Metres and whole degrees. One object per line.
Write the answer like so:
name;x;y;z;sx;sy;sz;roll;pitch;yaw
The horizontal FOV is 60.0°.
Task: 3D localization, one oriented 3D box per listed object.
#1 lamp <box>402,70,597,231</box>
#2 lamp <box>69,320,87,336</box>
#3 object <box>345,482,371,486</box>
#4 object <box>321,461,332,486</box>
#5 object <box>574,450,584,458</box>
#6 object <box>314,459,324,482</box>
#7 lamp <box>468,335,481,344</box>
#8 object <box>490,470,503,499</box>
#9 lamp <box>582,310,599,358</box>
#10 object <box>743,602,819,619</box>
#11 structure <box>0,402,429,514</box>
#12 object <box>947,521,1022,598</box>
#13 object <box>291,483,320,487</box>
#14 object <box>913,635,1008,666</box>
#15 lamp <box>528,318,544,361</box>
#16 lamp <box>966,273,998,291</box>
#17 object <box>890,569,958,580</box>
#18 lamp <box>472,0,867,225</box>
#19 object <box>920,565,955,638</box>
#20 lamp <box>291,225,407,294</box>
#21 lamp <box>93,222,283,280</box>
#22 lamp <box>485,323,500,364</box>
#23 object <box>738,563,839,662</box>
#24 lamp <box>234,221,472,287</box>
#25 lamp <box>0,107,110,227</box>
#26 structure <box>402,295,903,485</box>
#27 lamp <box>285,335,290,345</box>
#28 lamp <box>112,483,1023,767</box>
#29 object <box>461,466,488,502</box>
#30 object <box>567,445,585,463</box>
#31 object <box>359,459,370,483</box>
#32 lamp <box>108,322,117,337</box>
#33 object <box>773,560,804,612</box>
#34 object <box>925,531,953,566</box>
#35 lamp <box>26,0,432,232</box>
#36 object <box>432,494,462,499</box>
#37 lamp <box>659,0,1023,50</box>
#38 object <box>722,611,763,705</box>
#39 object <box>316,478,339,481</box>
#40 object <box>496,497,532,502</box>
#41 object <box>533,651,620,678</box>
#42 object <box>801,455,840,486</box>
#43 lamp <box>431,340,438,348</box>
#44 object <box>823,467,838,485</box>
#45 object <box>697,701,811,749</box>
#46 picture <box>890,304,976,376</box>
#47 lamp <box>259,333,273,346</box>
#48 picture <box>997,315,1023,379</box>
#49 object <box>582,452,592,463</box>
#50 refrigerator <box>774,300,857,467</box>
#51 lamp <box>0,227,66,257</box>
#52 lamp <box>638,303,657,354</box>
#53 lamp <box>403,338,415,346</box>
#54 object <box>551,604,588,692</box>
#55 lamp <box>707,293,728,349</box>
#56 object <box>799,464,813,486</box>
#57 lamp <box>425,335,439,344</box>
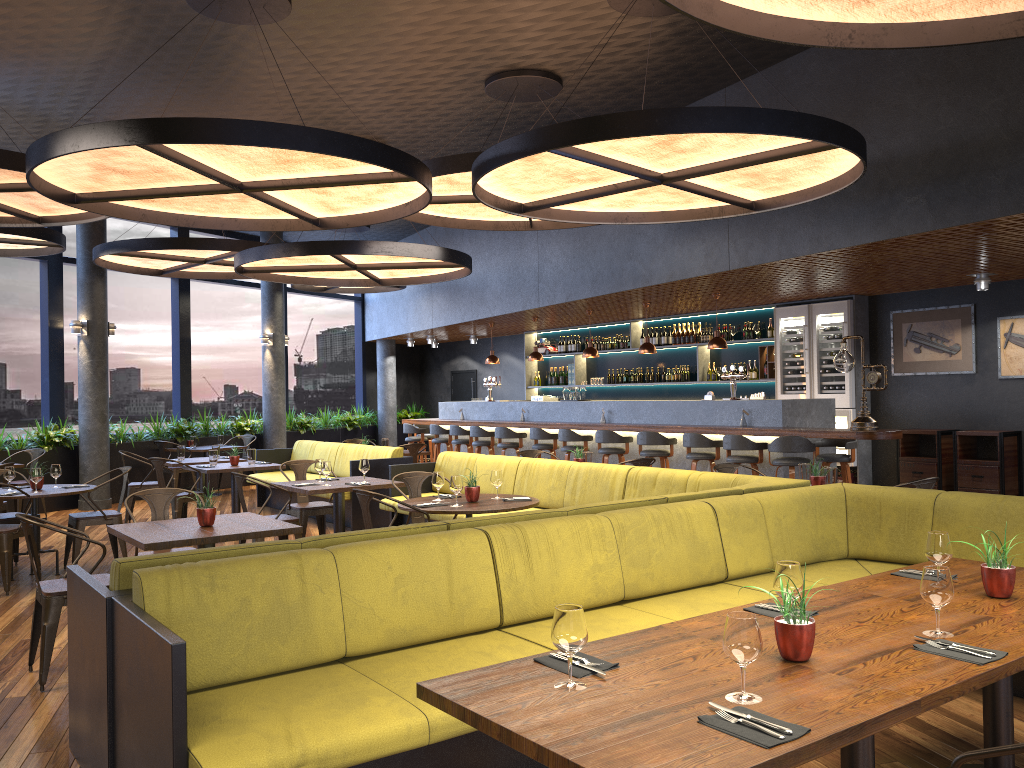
lamp;0.123;-2.303;8.516;2.778;1.159;2.778;-1;-1;14
lamp;-6.093;-0.789;12.403;0.215;0.215;0.189;-1;-1;21
object;-1.351;0.864;7.705;0.157;0.019;0.255;-1;-1;-36
object;-1.605;0.774;7.672;0.097;0.206;0.097;-1;-1;-36
object;0.682;0.758;9.014;0.102;0.178;0.102;-1;-1;0
object;-1.731;0.780;7.990;0.097;0.206;0.097;0;-1;-44
lamp;-0.770;-0.892;17.751;0.228;0.172;0.228;-1;-1;-36
object;-0.110;0.733;6.481;0.097;0.206;0.097;-1;-1;6
lamp;1.128;-0.722;12.793;0.250;0.673;0.250;-1;-1;-3
object;0.928;0.769;3.003;0.157;0.019;0.255;-1;-1;-36
structure;-5.768;1.077;13.709;0.808;1.413;17.112;-1;-1;29
object;1.751;0.627;3.197;0.238;0.271;0.260;-1;-1;-14
object;-1.773;0.872;7.711;0.255;0.019;0.157;-1;-1;-36
object;1.266;0.758;2.550;0.157;0.019;0.255;-1;-1;-36
lamp;0.366;-0.696;13.844;0.250;0.673;0.250;-1;-1;-3
lamp;5.034;-1.091;9.490;0.228;0.172;0.228;-1;-1;-36
object;1.663;0.762;3.537;0.157;0.019;0.255;-1;-1;-36
lamp;1.084;-2.166;6.489;2.778;1.475;2.778;-1;-1;-32
object;1.305;0.665;2.720;0.097;0.206;0.097;-1;-1;10
lamp;-2.842;-2.230;15.439;1.979;1.093;1.979;-1;-1;18
lamp;-4.184;-2.184;12.088;2.778;1.159;2.778;-1;-1;0
lamp;-0.334;-0.672;14.810;0.250;0.673;0.250;-2;-1;42
object;0.800;0.637;2.508;0.238;0.271;0.260;-1;-1;-14
lamp;-1.880;-2.065;10.614;2.778;1.475;2.778;-1;-1;19
lamp;-4.977;-2.217;7.803;2.778;1.159;2.778;-1;-1;31
structure;1.846;0.284;12.905;2.700;2.700;9.298;-1;-1;-36
lamp;-4.114;-0.784;16.038;0.215;0.215;0.189;-1;-1;33
lamp;3.060;0.163;4.720;9.057;2.714;3.017;-1;-1;-36
object;-0.277;0.699;6.299;0.238;0.271;0.260;-1;-1;-14
object;0.669;0.710;8.790;0.238;0.271;0.260;-1;-1;-14
object;-1.312;0.771;7.876;0.097;0.206;0.097;0;-1;-44
lamp;-5.856;-0.787;12.914;0.215;0.215;0.189;-1;-1;29
object;0.885;0.674;2.835;0.097;0.206;0.097;-1;-1;10
object;1.621;0.667;3.368;0.097;0.206;0.097;-1;-1;10
lamp;-1.992;-2.110;6.509;2.778;1.475;2.778;-1;-1;13
object;-0.475;0.835;6.610;0.157;0.019;0.255;-1;-1;-29
lamp;1.637;-2.221;2.515;2.778;1.475;2.778;-1;-1;-36
object;0.569;0.673;2.187;0.097;0.206;0.097;-1;-1;10
object;-1.689;0.875;8.158;0.157;0.019;0.255;-1;-1;-36
object;0.014;0.824;6.356;0.255;0.019;0.157;-1;-1;-4
object;0.192;0.777;2.469;0.157;0.019;0.255;-1;-1;-36
object;2.258;0.656;6.579;0.260;0.271;0.238;-1;-1;-34
lamp;-1.657;-0.862;18.974;0.228;0.172;0.228;-1;-1;-36
object;2.317;0.699;6.444;0.102;0.178;0.102;-2;-1;40
object;0.530;0.765;2.016;0.157;0.019;0.255;-1;-1;-36
picture;5.068;-0.518;10.717;0.028;0.809;1.039;-1;-1;-36
lamp;-4.329;-0.786;15.517;0.215;0.215;0.189;-1;-1;15
picture;5.831;-0.420;9.665;0.028;0.697;1.039;-1;-1;-36
object;0.732;0.753;8.629;0.102;0.178;0.102;-2;-1;40
refrigerator;4.084;-0.002;11.764;0.454;2.109;1.159;-1;-1;-36
lamp;-6.465;-2.218;10.643;1.979;1.093;1.979;-1;-1;18
lamp;1.806;-0.745;11.860;0.250;0.673;0.250;-1;-1;-3
lamp;-2.081;-0.863;18.207;0.228;0.172;0.228;-1;-1;-36
object;0.150;0.682;2.301;0.097;0.206;0.097;-1;-1;10
lamp;2.515;-0.769;10.881;0.250;0.673;0.250;-1;-1;-3
object;2.258;0.705;6.815;0.102;0.178;0.102;-2;-1;40
lamp;-1.605;-0.879;17.521;0.228;0.172;0.228;-1;-1;-36
